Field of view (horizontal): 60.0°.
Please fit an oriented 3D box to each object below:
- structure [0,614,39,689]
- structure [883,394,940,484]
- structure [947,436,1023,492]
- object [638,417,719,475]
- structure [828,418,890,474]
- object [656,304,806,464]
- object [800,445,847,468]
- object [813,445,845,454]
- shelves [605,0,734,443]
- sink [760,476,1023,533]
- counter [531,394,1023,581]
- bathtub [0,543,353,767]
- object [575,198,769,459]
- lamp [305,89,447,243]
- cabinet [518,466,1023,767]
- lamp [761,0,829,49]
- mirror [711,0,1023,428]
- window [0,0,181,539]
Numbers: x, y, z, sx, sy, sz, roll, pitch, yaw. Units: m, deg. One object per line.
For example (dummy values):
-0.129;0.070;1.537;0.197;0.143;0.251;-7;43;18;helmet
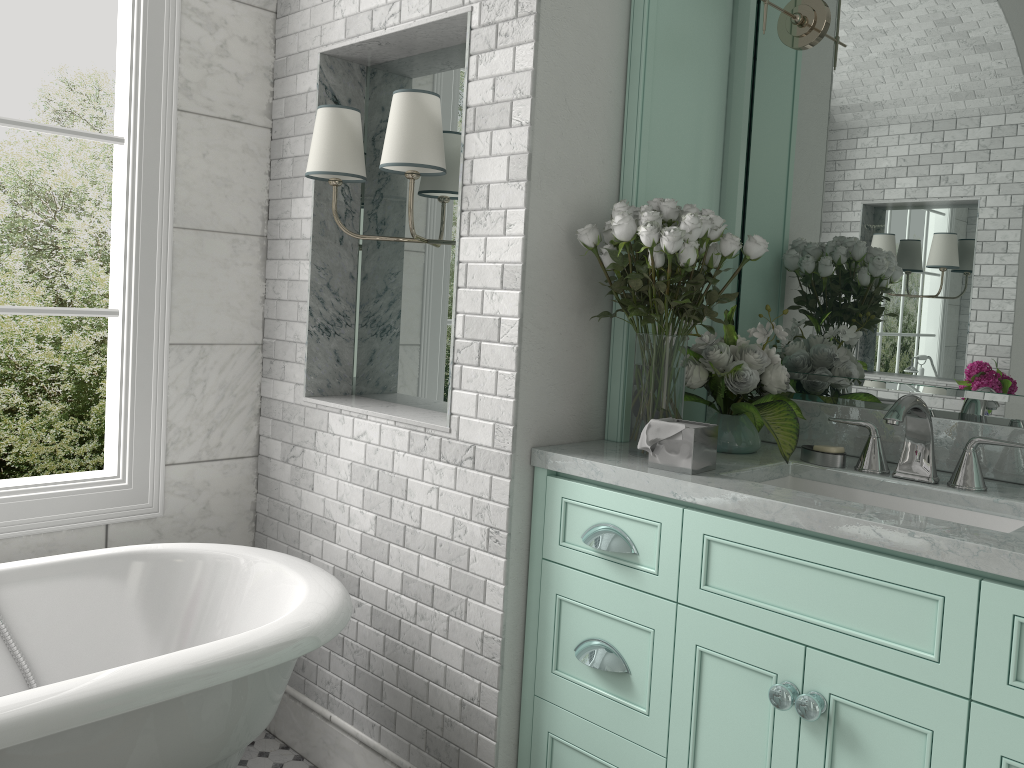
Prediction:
-1.494;0.623;2.044;0.779;1.283;0.341;1;4;-35;structure
0.923;0.127;2.034;0.103;0.204;0.235;6;5;33;structure
1.078;0.180;2.009;0.157;0.121;0.083;6;5;28;structure
0.383;0.140;2.069;0.136;0.112;0.147;7;6;40;object
0.857;0.150;2.196;0.157;0.121;0.083;6;5;28;structure
0.598;-0.015;2.376;0.394;0.401;0.453;-1;6;-44;object
0.794;0.184;2.260;0.079;0.035;0.134;1;6;-28;object
0.802;0.165;2.241;0.051;0.022;0.077;1;6;-25;object
1.476;-0.759;1.574;2.816;2.118;0.465;8;5;44;shelves
0.804;0.303;1.946;0.604;0.079;0.346;8;7;44;sink
1.339;0.253;1.553;2.814;0.181;0.824;8;8;44;counter
-1.318;0.897;1.735;0.944;0.756;2.166;8;7;44;bathtub
0.376;-0.138;2.230;0.391;0.652;0.357;1;4;-34;object
-0.354;-0.614;2.580;0.549;0.382;0.308;8;6;44;lamp
1.290;0.886;1.571;2.804;1.095;0.863;8;6;44;cabinet
0.723;-1.173;2.384;0.183;0.487;0.309;6;5;43;lamp
1.165;-0.873;2.154;1.439;1.929;0.015;7;5;44;mirror
-1.727;-0.714;2.142;0.118;2.318;1.831;6;5;44;window
